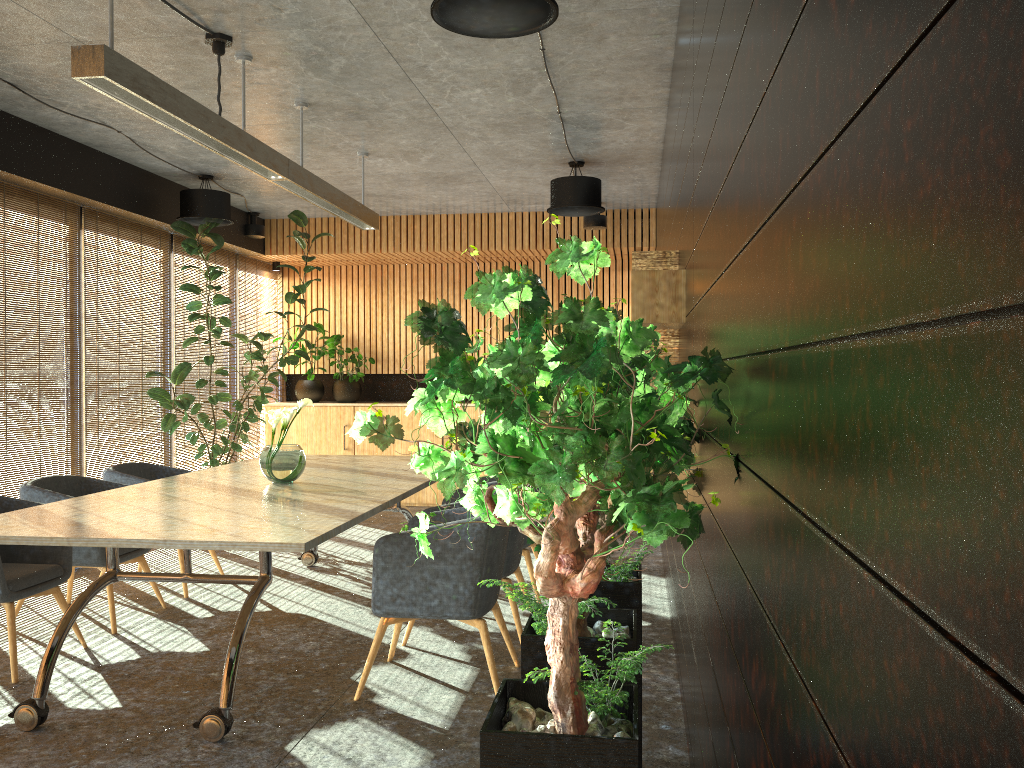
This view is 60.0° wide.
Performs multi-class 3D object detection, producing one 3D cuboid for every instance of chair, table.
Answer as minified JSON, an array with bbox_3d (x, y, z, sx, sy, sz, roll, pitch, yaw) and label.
[{"bbox_3d":[-2.948,1.104,5.035,0.761,0.944,0.706,0,1,8],"label":"chair"},{"bbox_3d":[-2.696,1.086,6.816,0.761,0.944,0.706,0,1,8],"label":"chair"},{"bbox_3d":[-1.477,1.101,5.736,1.816,0.927,3.932,0,1,8],"label":"table"},{"bbox_3d":[-0.121,1.083,6.453,0.761,0.944,0.706,0,1,8],"label":"chair"},{"bbox_3d":[-0.247,1.092,5.562,0.761,0.944,0.706,0,1,8],"label":"chair"},{"bbox_3d":[-2.822,1.095,5.926,0.761,0.944,0.706,0,1,8],"label":"chair"},{"bbox_3d":[-0.373,1.102,4.671,0.761,0.944,0.706,0,1,8],"label":"chair"}]

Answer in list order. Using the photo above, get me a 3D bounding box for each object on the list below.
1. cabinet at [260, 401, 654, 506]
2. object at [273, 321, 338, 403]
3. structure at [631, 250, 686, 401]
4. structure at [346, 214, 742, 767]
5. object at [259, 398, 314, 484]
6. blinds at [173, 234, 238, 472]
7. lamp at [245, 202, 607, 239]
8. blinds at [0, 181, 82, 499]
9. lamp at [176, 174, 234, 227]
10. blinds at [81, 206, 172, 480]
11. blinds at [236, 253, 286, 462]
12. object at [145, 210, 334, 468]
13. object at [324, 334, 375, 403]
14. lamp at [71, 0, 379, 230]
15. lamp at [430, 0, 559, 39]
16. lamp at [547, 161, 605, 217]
[{"bbox_3d":[-0.691,0.873,11.275,4.954,1.272,1.006,0,1,8],"label":"cabinet"},{"bbox_3d":[-2.661,-0.287,11.453,0.640,1.054,0.666,-1,1,-40],"label":"object"},{"bbox_3d":[0.811,-0.140,5.066,0.242,1.130,2.172,0,1,8],"label":"structure"},{"bbox_3d":[0.181,0.600,2.674,0.952,1.987,2.081,0,1,10],"label":"structure"},{"bbox_3d":[-1.480,0.365,5.750,0.295,0.546,0.322,0,1,18],"label":"object"},{"bbox_3d":[-3.345,-0.027,9.755,0.039,3.038,1.422,0,1,8],"label":"blinds"},{"bbox_3d":[-1.037,-1.844,9.941,4.179,0.294,0.257,0,1,8],"label":"lamp"},{"bbox_3d":[-3.760,0.004,6.823,0.039,3.038,1.422,0,1,8],"label":"blinds"},{"bbox_3d":[-2.879,-1.736,8.328,0.513,0.497,0.513,0,1,-21],"label":"lamp"},{"bbox_3d":[-3.554,-0.011,8.276,0.039,3.038,1.422,0,1,8],"label":"blinds"},{"bbox_3d":[-3.140,-0.042,11.209,0.039,3.038,1.422,0,1,8],"label":"blinds"},{"bbox_3d":[-2.982,-0.100,9.161,1.875,3.266,1.958,-1,1,-43],"label":"object"},{"bbox_3d":[-2.155,-0.200,11.367,0.679,0.880,0.512,0,1,12],"label":"object"},{"bbox_3d":[-1.511,-1.627,5.725,0.151,0.618,4.009,0,1,8],"label":"lamp"},{"bbox_3d":[-0.070,-1.694,3.556,0.513,0.497,0.513,0,1,37],"label":"lamp"},{"bbox_3d":[0.565,-1.740,7.841,0.513,0.497,0.513,0,1,37],"label":"lamp"}]
